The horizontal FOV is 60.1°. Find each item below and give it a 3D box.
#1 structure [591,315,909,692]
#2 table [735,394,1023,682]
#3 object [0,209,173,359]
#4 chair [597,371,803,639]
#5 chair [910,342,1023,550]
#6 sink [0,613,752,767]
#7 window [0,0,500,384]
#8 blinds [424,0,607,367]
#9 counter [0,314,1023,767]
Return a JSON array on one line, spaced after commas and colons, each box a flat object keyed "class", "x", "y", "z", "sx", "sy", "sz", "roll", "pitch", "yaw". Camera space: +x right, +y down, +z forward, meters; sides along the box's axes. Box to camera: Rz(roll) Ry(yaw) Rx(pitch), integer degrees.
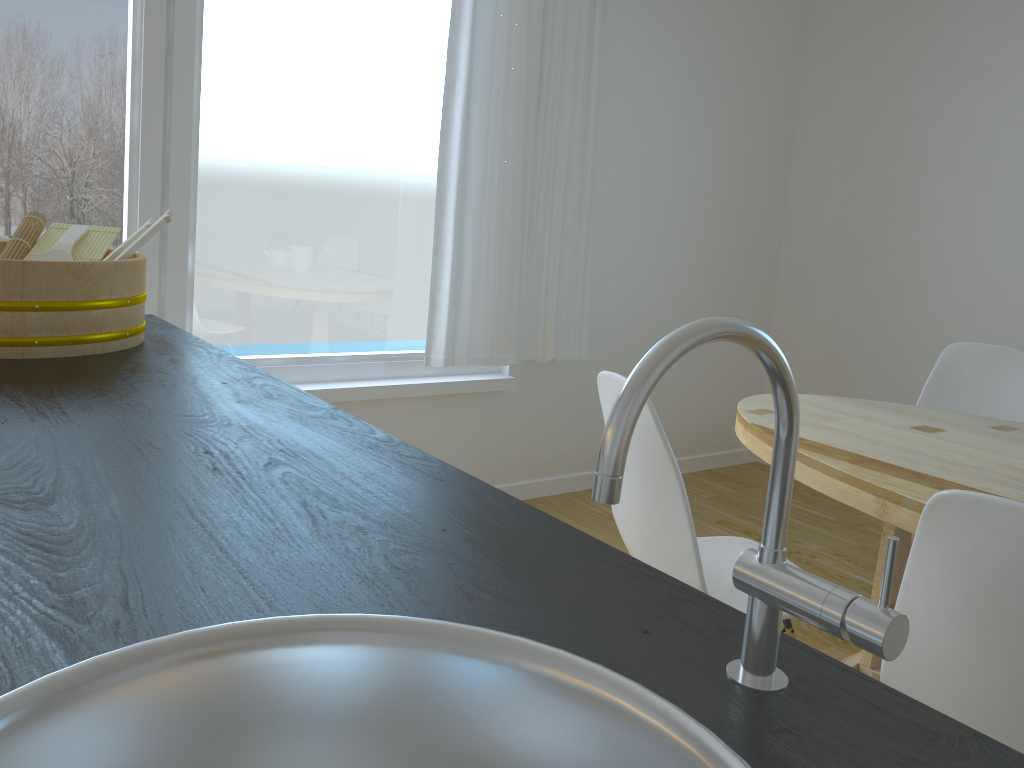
[{"class": "structure", "x": 0.121, "y": 0.076, "z": 0.446, "sx": 0.162, "sy": 0.213, "sz": 0.097, "roll": -2, "pitch": 10, "yaw": -37}, {"class": "table", "x": 1.380, "y": 0.608, "z": 1.859, "sx": 1.195, "sy": 0.719, "sz": 2.208, "roll": -3, "pitch": 13, "yaw": -38}, {"class": "object", "x": -0.776, "y": -0.182, "z": 1.402, "sx": 0.378, "sy": 0.212, "sz": 0.434, "roll": 3, "pitch": 10, "yaw": -9}, {"class": "chair", "x": 0.427, "y": 0.430, "z": 1.915, "sx": 0.523, "sy": 0.894, "sz": 0.434, "roll": 2, "pitch": 9, "yaw": -17}, {"class": "chair", "x": 1.447, "y": 0.340, "z": 2.812, "sx": 0.431, "sy": 0.894, "sz": 0.525, "roll": 9, "pitch": 9, "yaw": 27}, {"class": "sink", "x": -0.076, "y": 0.258, "z": 0.365, "sx": 0.404, "sy": 0.155, "sz": 0.408, "roll": 6, "pitch": 11, "yaw": 4}, {"class": "window", "x": -1.085, "y": -0.926, "z": 2.761, "sx": 2.729, "sy": 1.902, "sz": 0.089, "roll": -3, "pitch": 11, "yaw": -37}, {"class": "blinds", "x": 0.095, "y": -1.133, "z": 3.379, "sx": 0.795, "sy": 2.142, "sz": 0.151, "roll": -1, "pitch": 10, "yaw": -37}, {"class": "counter", "x": -0.233, "y": 0.141, "z": 0.626, "sx": 0.601, "sy": 0.040, "sz": 2.421, "roll": -4, "pitch": 14, "yaw": -37}]
